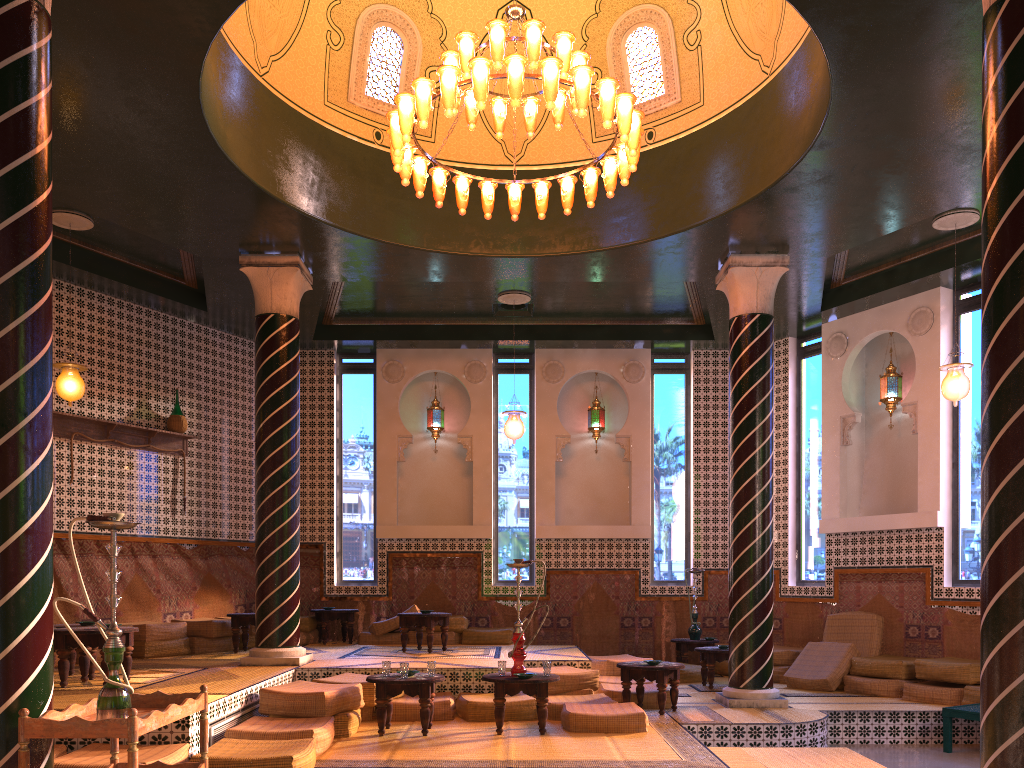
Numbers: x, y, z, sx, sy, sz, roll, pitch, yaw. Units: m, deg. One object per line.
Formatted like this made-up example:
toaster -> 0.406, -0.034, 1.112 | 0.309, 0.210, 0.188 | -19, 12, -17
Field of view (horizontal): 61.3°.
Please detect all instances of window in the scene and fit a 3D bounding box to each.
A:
window -> 0.031, 1.712, 15.872 | 0.774, 3.998, 0.091 | 0, 0, 0
window -> 6.553, 0.851, 12.106 | 0.091, 3.997, 0.775 | 0, 0, -30
window -> -2.828, 1.712, 15.872 | 0.774, 3.998, 0.091 | 0, 0, 0
window -> 0.125, -4.383, 8.454 | 5.791, 1.155, 5.587 | -9, -15, 35
window -> 5.124, 1.417, 14.582 | 0.091, 3.997, 0.775 | 0, 0, -30
window -> 2.889, 1.712, 15.872 | 0.774, 3.998, 0.091 | 0, 0, 0

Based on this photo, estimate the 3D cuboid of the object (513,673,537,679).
object -> 0.138, 3.052, 9.013 | 0.253, 0.045, 0.253 | 12, -17, -44

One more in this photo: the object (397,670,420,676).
object -> -1.115, 3.110, 9.269 | 0.253, 0.045, 0.253 | -12, -17, 44

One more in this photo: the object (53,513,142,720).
object -> -2.433, 1.394, 5.110 | 0.463, 1.253, 0.299 | 0, 0, 8

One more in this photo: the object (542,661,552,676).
object -> 0.374, 3.041, 9.221 | 0.092, 0.162, 0.093 | 1, -3, -22

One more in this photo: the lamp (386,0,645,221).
lamp -> 0.031, -4.355, 8.325 | 2.470, 4.602, 2.493 | 0, -3, 8

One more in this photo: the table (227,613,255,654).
table -> -3.943, 3.825, 13.260 | 0.838, 0.586, 0.857 | -1, -9, 6

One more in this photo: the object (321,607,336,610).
object -> -3.187, 3.898, 14.982 | 0.251, 0.045, 0.256 | -3, -13, 15

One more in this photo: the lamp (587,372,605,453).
lamp -> 1.557, 0.517, 15.921 | 0.361, 1.564, 0.325 | 0, 0, 33

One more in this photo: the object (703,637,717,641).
object -> 3.409, 4.395, 14.874 | 0.251, 0.045, 0.256 | -3, -13, 15

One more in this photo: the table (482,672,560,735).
table -> 0.095, 3.421, 9.241 | 0.844, 0.586, 0.850 | 6, -11, -35

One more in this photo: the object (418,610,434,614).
object -> -1.325, 3.514, 13.306 | 0.251, 0.045, 0.256 | -3, -13, 15

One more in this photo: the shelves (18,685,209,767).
shelves -> -2.398, 2.561, 5.320 | 0.746, 1.284, 1.206 | 0, -6, 1

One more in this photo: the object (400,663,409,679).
object -> -1.121, 2.988, 8.992 | 0.092, 0.162, 0.093 | 1, -3, -22

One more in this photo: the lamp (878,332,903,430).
lamp -> 5.869, -0.067, 13.368 | 0.361, 1.564, 0.325 | 0, 0, -27

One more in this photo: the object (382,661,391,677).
object -> -1.337, 3.034, 9.191 | 0.092, 0.162, 0.092 | 3, -4, -42

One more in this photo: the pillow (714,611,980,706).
pillow -> 5.081, 4.023, 12.938 | 1.411, 1.184, 5.853 | 4, -13, -30

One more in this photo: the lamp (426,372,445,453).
lamp -> -1.406, 0.512, 15.901 | 0.324, 1.564, 0.361 | 0, 0, 33

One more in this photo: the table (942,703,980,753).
table -> 6.049, 4.059, 9.752 | 0.857, 0.609, 2.034 | 5, -13, -29

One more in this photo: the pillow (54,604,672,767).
pillow -> -2.878, 3.505, 10.799 | 10.030, 1.258, 10.166 | 0, -13, 0

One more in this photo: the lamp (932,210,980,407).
lamp -> 5.456, -0.876, 10.621 | 0.519, 2.317, 0.520 | 0, 0, -11

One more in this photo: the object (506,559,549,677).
object -> 0.149, 2.496, 9.226 | 0.463, 1.252, 0.301 | 0, -1, 16

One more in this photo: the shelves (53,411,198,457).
shelves -> -6.232, 0.540, 11.882 | 0.256, 0.339, 4.563 | -2, -12, 30

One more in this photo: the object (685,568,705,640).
object -> 3.146, 3.822, 15.003 | 0.301, 1.253, 0.464 | 0, -1, 36

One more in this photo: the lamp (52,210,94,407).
lamp -> -5.430, -0.876, 10.621 | 0.519, 2.317, 0.520 | 0, 0, -11

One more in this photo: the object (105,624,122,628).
object -> -4.205, 2.531, 9.007 | 0.251, 0.045, 0.256 | -3, -13, 15

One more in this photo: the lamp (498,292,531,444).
lamp -> 0.035, -0.210, 13.535 | 0.519, 2.317, 0.520 | 0, 0, -11

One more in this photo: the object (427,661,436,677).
object -> -0.857, 3.034, 9.191 | 0.092, 0.162, 0.093 | 1, -3, -22

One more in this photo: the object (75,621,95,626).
object -> -4.730, 2.672, 9.625 | 0.251, 0.045, 0.256 | 3, -13, -15

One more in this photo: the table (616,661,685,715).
table -> 1.710, 3.753, 10.656 | 0.844, 0.586, 0.850 | -6, -11, 35

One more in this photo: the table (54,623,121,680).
table -> -4.846, 3.006, 9.700 | 0.845, 0.586, 0.849 | -7, -11, 39

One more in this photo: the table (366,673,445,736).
table -> -1.129, 3.409, 9.186 | 0.838, 0.586, 0.856 | 1, -9, -9

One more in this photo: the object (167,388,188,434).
object -> -5.253, 0.426, 13.549 | 0.302, 0.721, 0.301 | -1, -2, 41

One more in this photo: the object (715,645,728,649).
object -> 3.196, 3.975, 13.037 | 0.251, 0.045, 0.256 | -3, -13, 15

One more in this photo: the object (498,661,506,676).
object -> -0.106, 3.041, 9.221 | 0.092, 0.162, 0.093 | 0, -3, 2

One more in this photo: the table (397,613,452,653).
table -> -1.350, 3.835, 13.311 | 0.839, 0.586, 0.856 | -2, -9, 12

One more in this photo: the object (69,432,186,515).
object -> -5.705, 1.376, 12.944 | 0.060, 1.038, 2.015 | 0, -9, 30

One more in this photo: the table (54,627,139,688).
table -> -4.346, 2.847, 9.005 | 0.845, 0.586, 0.849 | -7, -11, 39

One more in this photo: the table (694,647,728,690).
table -> 3.192, 4.312, 13.096 | 0.844, 0.586, 0.850 | 6, -11, -35

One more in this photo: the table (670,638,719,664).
table -> 3.183, 4.752, 15.038 | 0.838, 0.586, 0.856 | -1, -9, 9

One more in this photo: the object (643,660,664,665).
object -> 1.730, 3.413, 10.564 | 0.251, 0.045, 0.256 | 3, -13, -15

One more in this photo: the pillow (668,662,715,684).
pillow -> 2.724, 4.766, 14.207 | 0.980, 0.276, 0.965 | 7, -14, -29

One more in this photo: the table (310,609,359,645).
table -> -3.105, 4.251, 15.124 | 0.840, 0.586, 0.855 | -3, -9, 18
